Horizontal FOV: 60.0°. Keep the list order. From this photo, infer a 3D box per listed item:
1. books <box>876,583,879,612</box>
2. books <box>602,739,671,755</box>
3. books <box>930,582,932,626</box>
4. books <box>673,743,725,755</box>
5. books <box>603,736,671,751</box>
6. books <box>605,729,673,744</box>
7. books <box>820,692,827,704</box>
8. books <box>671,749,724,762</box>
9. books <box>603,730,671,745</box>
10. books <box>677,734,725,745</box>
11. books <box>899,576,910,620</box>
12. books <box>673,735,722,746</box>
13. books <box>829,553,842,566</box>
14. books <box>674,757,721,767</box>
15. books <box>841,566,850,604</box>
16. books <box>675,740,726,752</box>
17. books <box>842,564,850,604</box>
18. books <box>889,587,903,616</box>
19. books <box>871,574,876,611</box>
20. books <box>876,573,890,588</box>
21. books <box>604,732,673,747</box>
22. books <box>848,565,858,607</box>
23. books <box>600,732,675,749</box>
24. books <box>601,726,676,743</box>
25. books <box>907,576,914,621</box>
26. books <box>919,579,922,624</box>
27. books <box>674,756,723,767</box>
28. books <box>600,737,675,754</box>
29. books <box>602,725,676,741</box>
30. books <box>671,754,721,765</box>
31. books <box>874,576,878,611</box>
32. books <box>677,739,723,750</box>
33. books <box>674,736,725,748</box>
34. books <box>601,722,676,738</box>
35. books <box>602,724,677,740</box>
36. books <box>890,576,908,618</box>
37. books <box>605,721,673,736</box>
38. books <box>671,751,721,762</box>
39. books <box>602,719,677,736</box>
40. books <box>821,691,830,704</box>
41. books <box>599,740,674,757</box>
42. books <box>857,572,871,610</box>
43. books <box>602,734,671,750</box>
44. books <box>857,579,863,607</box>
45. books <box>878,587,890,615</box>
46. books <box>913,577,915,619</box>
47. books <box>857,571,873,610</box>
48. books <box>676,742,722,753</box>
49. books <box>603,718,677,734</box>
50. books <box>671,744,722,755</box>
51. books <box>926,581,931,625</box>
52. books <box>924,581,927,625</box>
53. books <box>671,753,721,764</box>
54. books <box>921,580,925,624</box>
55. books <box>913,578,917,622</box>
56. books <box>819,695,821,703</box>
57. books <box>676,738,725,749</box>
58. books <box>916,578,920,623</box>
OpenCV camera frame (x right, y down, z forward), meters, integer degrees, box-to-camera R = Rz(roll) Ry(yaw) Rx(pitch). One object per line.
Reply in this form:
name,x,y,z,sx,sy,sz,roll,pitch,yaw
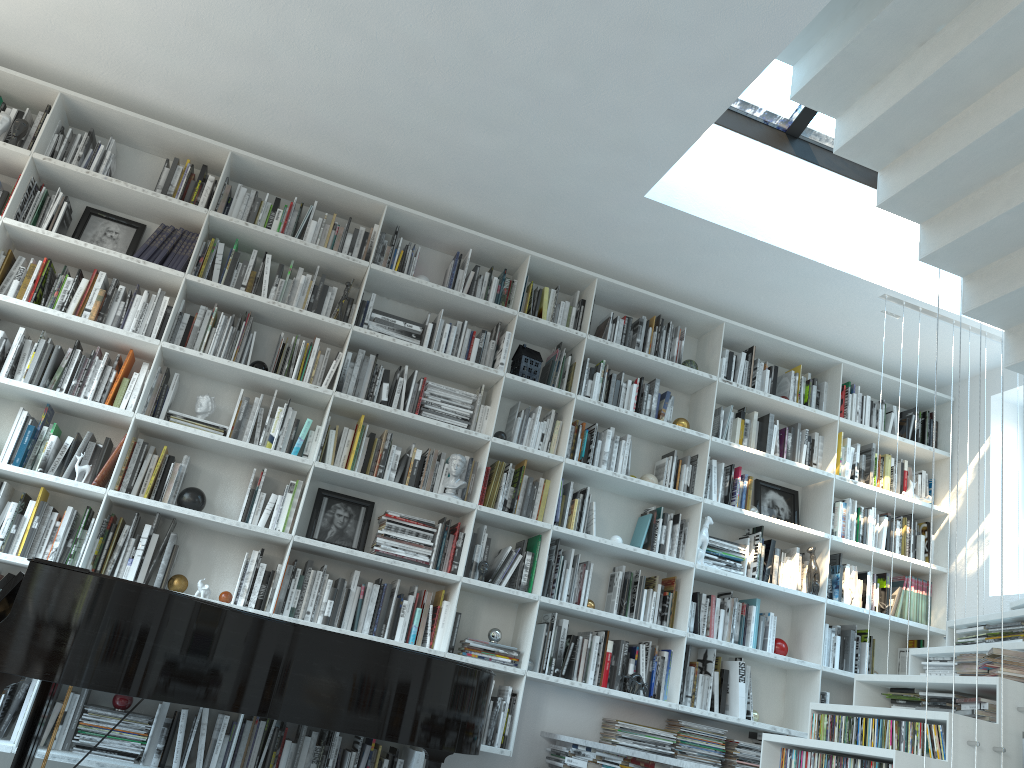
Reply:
books,2.157,1.311,5.347,0.014,0.206,0.138,17,-21,-14
books,0.646,1.892,4.625,0.308,0.008,0.195,19,-22,-18
books,2.498,1.364,5.425,0.018,0.292,0.170,17,-21,-14
books,0.970,1.938,4.725,0.285,0.007,0.160,19,-22,-18
books,0.649,1.878,4.630,0.308,0.008,0.195,16,-21,-10
books,0.661,1.844,4.642,0.308,0.008,0.195,15,-21,-9
books,1.672,1.824,4.906,0.014,0.232,0.183,17,-21,-14
books,0.962,1.969,4.712,0.285,0.007,0.160,19,-22,-18
books,0.653,1.854,4.650,0.308,0.008,0.195,17,-21,-14
books,0.974,1.897,4.744,0.285,0.005,0.160,18,-21,-16
books,2.340,1.316,5.384,0.033,0.293,0.170,17,-21,-14
books,0.972,1.903,4.746,0.254,0.005,0.161,17,-21,-14
books,1.910,1.176,5.291,0.012,0.320,0.142,17,-21,-14
books,0.954,2.002,4.703,0.254,0.007,0.161,16,-21,-11
books,1.927,1.211,5.264,0.026,0.244,0.181,17,-21,-14
books,0.973,1.925,4.727,0.285,0.007,0.160,19,-22,-19
books,1.948,1.212,5.284,0.022,0.264,0.157,17,-21,-14
books,2.260,1.332,5.350,0.089,0.216,0.167,17,-21,-14
books,2.128,1.277,5.340,0.012,0.253,0.161,17,-21,-14
books,2.209,1.287,5.358,0.026,0.276,0.170,17,-21,-14
books,0.656,1.857,4.636,0.308,0.008,0.195,19,-22,-19
books,1.987,1.221,5.282,0.056,0.260,0.177,17,-21,-14
books,0.652,1.866,4.641,0.346,0.007,0.194,18,-21,-16
books,0.661,1.839,4.649,0.346,0.007,0.194,18,-22,-17
books,2.367,1.319,5.378,0.018,0.292,0.170,17,-21,-14
books,2.430,1.343,5.408,0.018,0.292,0.170,17,-21,-14
books,0.953,1.997,4.712,0.285,0.007,0.160,17,-21,-14
books,0.649,1.884,4.625,0.346,0.007,0.194,15,-21,-9
books,0.662,1.833,4.654,0.346,0.007,0.194,16,-21,-12
books,0.958,1.989,4.706,0.254,0.007,0.161,16,-21,-10
books,2.144,1.285,5.347,0.025,0.248,0.134,17,-21,-14
books,0.971,1.921,4.738,0.254,0.007,0.161,17,-21,-13
books,0.973,1.910,4.745,0.285,0.007,0.160,17,-21,-14
books,0.664,1.819,4.659,0.346,0.007,0.194,16,-21,-12
books,0.666,1.823,4.649,0.346,0.007,0.194,19,-22,-19
books,2.304,1.307,5.374,0.072,0.290,0.170,17,-21,-14
books,0.666,1.812,4.662,0.308,0.008,0.195,16,-21,-12
books,0.958,1.978,4.716,0.254,0.007,0.161,17,-21,-13
books,0.667,1.805,4.664,0.346,0.007,0.194,18,-21,-16
books,1.692,1.828,4.914,0.030,0.237,0.152,17,-21,-14
books,0.645,1.899,4.622,0.346,0.007,0.194,16,-21,-10
books,2.069,1.255,5.306,0.022,0.246,0.181,17,-21,-14
books,0.649,1.873,4.638,0.308,0.008,0.195,16,-21,-12
books,2.017,1.265,5.279,0.023,0.188,0.170,17,-21,-14
books,2.185,1.317,5.310,0.024,0.180,0.191,17,-21,-14
books,2.379,1.328,5.395,0.018,0.292,0.170,17,-21,-14
books,2.090,1.260,5.323,0.029,0.258,0.172,17,-21,-14
books,0.969,1.934,4.733,0.254,0.007,0.161,17,-21,-13
books,0.669,1.799,4.667,0.346,0.007,0.194,16,-21,-12
books,0.968,1.945,4.723,0.254,0.007,0.161,19,-22,-18
books,2.484,1.356,5.411,0.018,0.292,0.170,17,-21,-14
books,2.464,1.354,5.416,0.018,0.292,0.170,17,-21,-14
books,0.956,1.985,4.716,0.254,0.007,0.161,17,-21,-14
books,2.448,1.347,5.407,0.018,0.292,0.170,17,-21,-14
books,2.396,1.333,5.399,0.018,0.292,0.170,17,-21,-14
books,1.637,1.824,4.900,0.031,0.213,0.165,17,-21,-14
books,0.973,1.915,4.741,0.285,0.007,0.160,17,-21,-13
books,2.415,1.337,5.399,0.018,0.292,0.170,17,-21,-14
